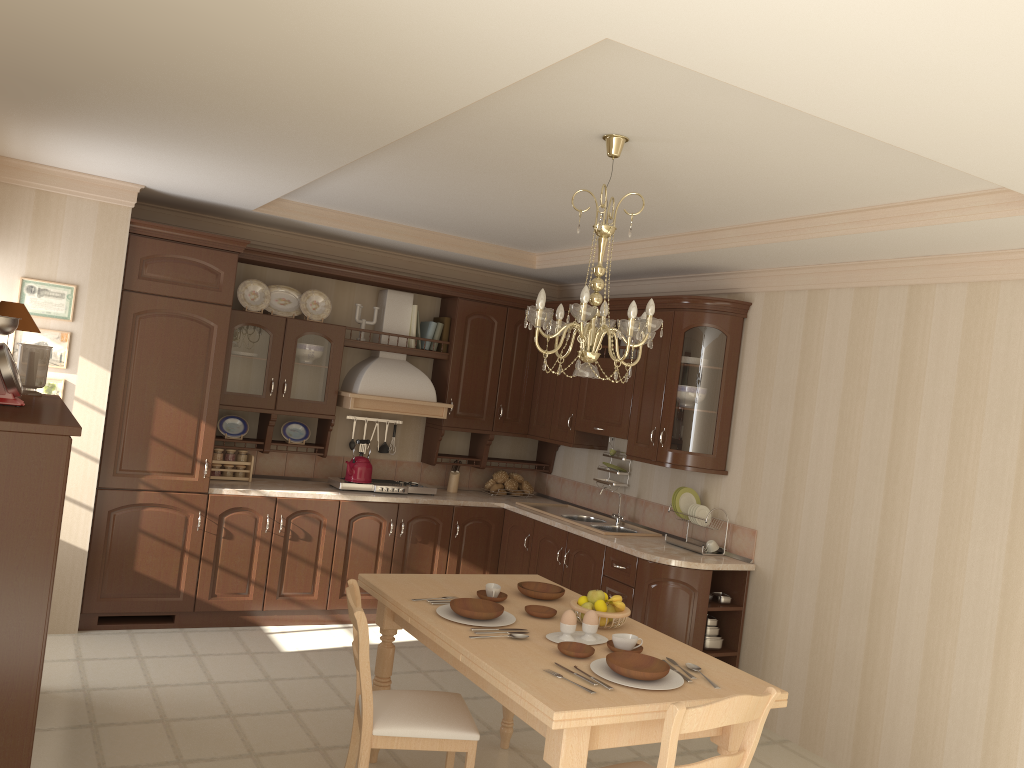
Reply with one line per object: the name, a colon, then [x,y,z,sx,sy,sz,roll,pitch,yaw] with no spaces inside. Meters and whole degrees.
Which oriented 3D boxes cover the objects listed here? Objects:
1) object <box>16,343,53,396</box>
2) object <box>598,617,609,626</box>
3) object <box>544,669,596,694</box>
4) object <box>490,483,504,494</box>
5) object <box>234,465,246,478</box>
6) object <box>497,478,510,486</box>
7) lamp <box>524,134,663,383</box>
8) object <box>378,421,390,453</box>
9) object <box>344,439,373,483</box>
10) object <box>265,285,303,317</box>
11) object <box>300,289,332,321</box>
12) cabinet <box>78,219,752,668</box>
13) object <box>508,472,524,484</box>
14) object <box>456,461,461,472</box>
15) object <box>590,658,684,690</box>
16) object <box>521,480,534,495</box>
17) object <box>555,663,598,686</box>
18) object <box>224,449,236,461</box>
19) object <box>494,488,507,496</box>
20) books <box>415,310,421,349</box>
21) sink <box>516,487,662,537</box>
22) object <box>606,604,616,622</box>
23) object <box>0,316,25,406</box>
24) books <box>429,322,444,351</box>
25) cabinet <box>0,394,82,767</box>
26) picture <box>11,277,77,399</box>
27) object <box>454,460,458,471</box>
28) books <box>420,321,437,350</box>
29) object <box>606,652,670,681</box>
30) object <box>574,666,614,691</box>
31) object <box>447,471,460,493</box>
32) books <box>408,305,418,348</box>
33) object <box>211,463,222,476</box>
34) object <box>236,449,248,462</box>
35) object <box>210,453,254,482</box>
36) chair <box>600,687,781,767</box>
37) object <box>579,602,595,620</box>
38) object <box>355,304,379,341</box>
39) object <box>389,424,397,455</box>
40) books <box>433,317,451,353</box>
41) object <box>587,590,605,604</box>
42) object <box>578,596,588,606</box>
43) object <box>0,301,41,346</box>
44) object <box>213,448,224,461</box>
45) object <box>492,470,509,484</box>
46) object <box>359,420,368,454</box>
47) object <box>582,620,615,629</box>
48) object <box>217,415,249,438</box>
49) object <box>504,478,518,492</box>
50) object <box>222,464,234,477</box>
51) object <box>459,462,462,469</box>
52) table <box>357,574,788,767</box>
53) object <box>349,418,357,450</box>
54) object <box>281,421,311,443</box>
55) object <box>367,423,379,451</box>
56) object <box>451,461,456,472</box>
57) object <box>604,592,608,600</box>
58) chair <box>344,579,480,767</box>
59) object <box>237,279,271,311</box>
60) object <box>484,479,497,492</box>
object: [-2.124,-0.064,3.924,0.144,0.220,0.144,7,-1,44]
object: [0.339,0.893,3.355,0.055,0.046,0.046,7,0,3]
object: [0.173,0.899,2.685,0.028,0.004,0.218,7,-1,-40]
object: [-0.114,0.784,6.625,0.104,0.092,0.114,7,0,17]
object: [-1.758,0.565,5.737,0.068,0.088,0.068,7,0,-13]
object: [-0.066,0.744,6.740,0.110,0.092,0.113,7,0,23]
lamp: [0.333,-0.505,3.271,0.502,0.982,0.501,7,0,30]
object: [-0.911,0.382,6.376,0.088,0.236,0.028,7,0,-30]
object: [-1.013,0.512,5.930,0.181,0.282,0.227,7,0,-6]
object: [-1.508,-0.549,5.845,0.342,0.209,0.073,7,0,-28]
object: [-1.305,-0.526,5.896,0.220,0.210,0.068,7,0,-31]
cabinet: [-0.587,0.441,5.207,3.226,2.313,2.436,7,0,-30]
object: [0.028,0.715,6.749,0.112,0.078,0.125,7,0,-35]
object: [-0.404,0.664,6.541,0.027,0.198,0.053,7,-1,44]
object: [0.397,0.925,2.828,0.299,0.009,0.299,7,-1,39]
object: [0.116,0.788,6.729,0.097,0.106,0.117,7,0,16]
object: [0.195,0.900,2.758,0.018,0.008,0.212,7,0,-35]
object: [-1.810,0.457,5.694,0.068,0.088,0.068,7,0,-13]
object: [-0.092,0.807,6.663,0.119,0.058,0.114,7,0,25]
books: [-0.700,-0.387,6.337,0.068,0.271,0.194,7,0,-30]
sink: [0.491,0.835,5.906,0.448,0.348,1.077,7,0,-30]
object: [0.363,0.881,3.410,0.076,0.065,0.077,7,0,37]
object: [-1.907,-0.093,3.237,0.263,0.317,0.218,7,0,-26]
books: [-0.576,-0.339,6.393,0.080,0.209,0.205,7,0,-30]
cabinet: [-2.007,0.737,3.318,0.538,1.349,1.513,7,0,-30]
picture: [-2.527,-0.069,4.721,0.268,0.964,0.010,7,0,-30]
object: [-0.429,0.656,6.562,0.027,0.191,0.052,7,0,16]
books: [-0.625,-0.346,6.375,0.086,0.209,0.205,7,0,-30]
object: [0.399,0.907,2.827,0.204,0.042,0.204,7,0,30]
object: [0.248,0.907,2.744,0.022,0.008,0.218,7,0,-27]
object: [-0.427,0.719,6.539,0.078,0.148,0.151,7,0,8]
books: [-0.727,-0.408,6.312,0.042,0.305,0.194,7,0,-30]
object: [-1.887,0.548,5.649,0.068,0.088,0.068,7,0,-13]
object: [-1.746,0.465,5.738,0.068,0.088,0.068,7,0,-13]
object: [-1.822,0.528,5.693,0.276,0.170,0.140,7,0,-34]
chair: [0.443,1.292,2.738,0.462,0.846,0.517,7,0,-37]
object: [0.292,0.872,3.388,0.072,0.076,0.074,7,0,35]
object: [-1.034,-0.418,6.090,0.174,0.248,0.163,7,0,23]
object: [-0.854,0.401,6.394,0.049,0.219,0.049,7,0,38]
books: [-0.518,-0.355,6.428,0.052,0.254,0.205,7,0,-30]
object: [0.324,0.826,3.425,0.068,0.061,0.069,7,0,-13]
object: [0.278,0.847,3.443,0.045,0.047,0.055,7,0,2]
object: [-2.101,-0.147,3.687,0.237,0.388,0.235,7,0,-18]
object: [-1.874,0.448,5.650,0.068,0.088,0.068,7,0,-13]
object: [-0.085,0.698,6.665,0.118,0.105,0.100,7,0,-35]
object: [-1.047,0.374,6.285,0.051,0.245,0.003,7,0,-30]
object: [0.332,0.920,3.419,0.128,0.011,0.128,7,0,11]
object: [-1.802,0.274,5.735,0.202,0.143,0.071,7,0,-32]
object: [-0.007,0.759,6.658,0.110,0.102,0.115,7,0,-1]
object: [-1.823,0.556,5.693,0.068,0.088,0.068,7,0,-13]
object: [-0.401,0.655,6.579,0.022,0.159,0.050,7,0,30]
table: [0.071,1.283,3.310,0.900,0.774,1.567,7,0,-30]
object: [-1.116,0.352,6.242,0.048,0.231,0.015,7,0,-28]
object: [-1.446,0.319,5.936,0.202,0.143,0.071,7,0,-32]
object: [-0.979,0.376,6.322,0.089,0.195,0.005,7,0,-30]
object: [-0.441,0.665,6.534,0.027,0.198,0.053,7,-1,44]
object: [0.349,0.837,3.471,0.054,0.046,0.047,7,0,12]
chair: [-0.401,1.190,3.247,0.517,0.846,0.462,7,0,-13]
object: [-1.655,-0.571,5.695,0.220,0.210,0.068,7,0,-31]
object: [-0.157,0.761,6.679,0.092,0.109,0.123,7,0,28]
